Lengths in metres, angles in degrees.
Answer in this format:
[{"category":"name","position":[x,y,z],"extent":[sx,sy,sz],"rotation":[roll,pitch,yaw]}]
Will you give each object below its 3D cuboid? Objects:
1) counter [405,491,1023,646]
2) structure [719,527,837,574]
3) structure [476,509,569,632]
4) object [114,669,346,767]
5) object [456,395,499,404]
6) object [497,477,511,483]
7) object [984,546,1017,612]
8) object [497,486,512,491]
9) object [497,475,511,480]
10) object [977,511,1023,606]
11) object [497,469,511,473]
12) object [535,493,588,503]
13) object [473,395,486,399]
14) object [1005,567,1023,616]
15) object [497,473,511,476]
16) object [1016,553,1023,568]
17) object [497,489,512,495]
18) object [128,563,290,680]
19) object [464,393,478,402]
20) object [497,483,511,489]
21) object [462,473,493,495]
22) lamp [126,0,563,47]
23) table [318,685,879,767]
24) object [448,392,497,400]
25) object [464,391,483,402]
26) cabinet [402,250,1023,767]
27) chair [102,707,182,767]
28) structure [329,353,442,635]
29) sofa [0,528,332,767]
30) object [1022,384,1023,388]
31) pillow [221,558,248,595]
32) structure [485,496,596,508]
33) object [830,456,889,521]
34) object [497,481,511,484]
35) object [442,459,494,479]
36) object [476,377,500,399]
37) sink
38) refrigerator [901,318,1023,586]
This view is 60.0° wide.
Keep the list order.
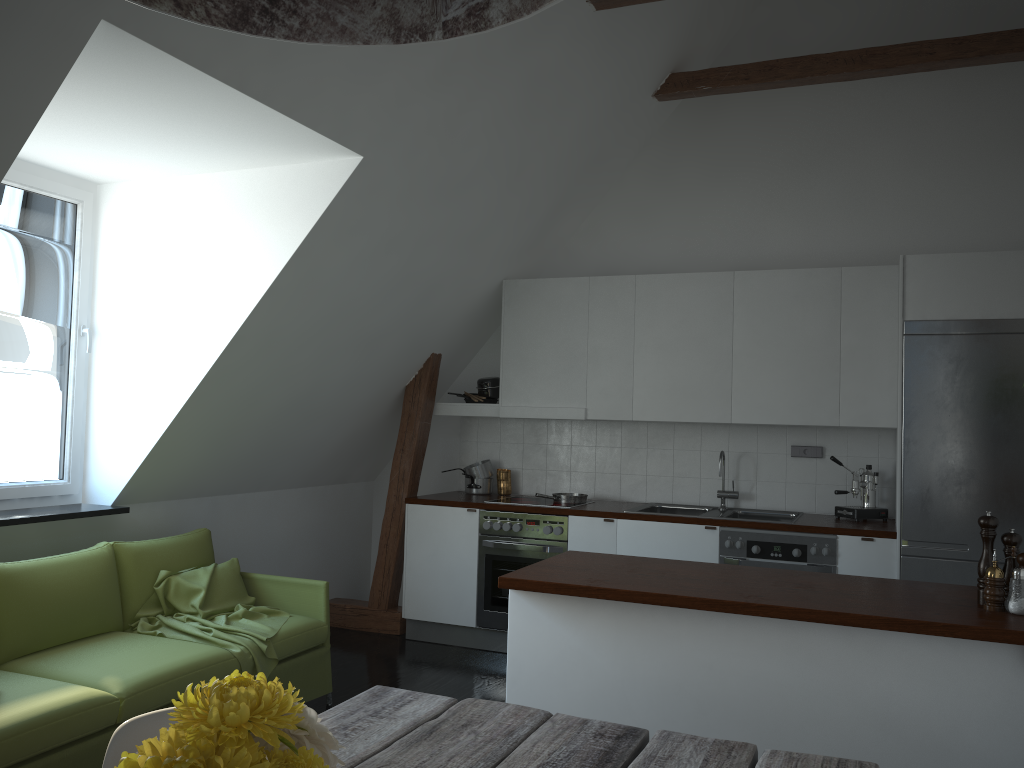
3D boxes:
[{"category":"counter","position":[0.549,0.734,4.354],"extent":[3.365,0.038,3.085],"rotation":[1,-3,23]},{"category":"structure","position":[1.529,1.176,5.042],"extent":[0.612,0.725,0.582],"rotation":[1,-3,23]},{"category":"structure","position":[0.184,1.168,5.701],"extent":[0.583,0.725,0.749],"rotation":[1,-3,23]},{"category":"object","position":[-0.301,0.494,0.933],"extent":[0.233,0.365,0.293],"rotation":[2,-2,-6]},{"category":"object","position":[-0.225,0.112,6.123],"extent":[0.243,0.056,0.350],"rotation":[1,-2,12]},{"category":"object","position":[-0.056,0.671,6.169],"extent":[0.099,0.057,0.101],"rotation":[0,-3,34]},{"category":"object","position":[1.442,0.573,2.628],"extent":[0.080,0.192,0.058],"rotation":[1,-2,7]},{"category":"object","position":[-0.054,0.730,6.163],"extent":[0.100,0.048,0.099],"rotation":[0,-3,41]},{"category":"object","position":[-0.059,0.652,6.167],"extent":[0.100,0.036,0.100],"rotation":[2,-2,-11]},{"category":"object","position":[1.486,0.532,2.702],"extent":[0.123,0.283,0.061],"rotation":[1,-3,23]},{"category":"object","position":[-0.057,0.615,6.167],"extent":[0.100,0.047,0.099],"rotation":[1,-3,18]},{"category":"object","position":[0.316,0.731,5.743],"extent":[0.351,0.061,0.232],"rotation":[2,-2,-4]},{"category":"object","position":[-0.224,0.090,6.125],"extent":[0.065,0.031,0.335],"rotation":[3,-3,-20]},{"category":"object","position":[1.471,0.600,2.568],"extent":[0.069,0.135,0.069],"rotation":[2,-2,-2]},{"category":"object","position":[-0.058,0.636,6.168],"extent":[0.100,0.036,0.100],"rotation":[4,-3,-39]},{"category":"object","position":[1.525,0.579,2.622],"extent":[0.058,0.184,0.058],"rotation":[1,-3,19]},{"category":"object","position":[-0.052,0.753,6.162],"extent":[0.100,0.036,0.100],"rotation":[1,-3,19]},{"category":"object","position":[-1.324,1.135,4.170],"extent":[0.722,0.493,0.711],"rotation":[1,-3,18]},{"category":"object","position":[-0.281,0.091,6.090],"extent":[0.065,0.065,0.332],"rotation":[2,-2,-10]},{"category":"object","position":[-0.055,0.713,6.165],"extent":[0.099,0.051,0.099],"rotation":[1,-2,9]},{"category":"object","position":[-0.234,0.687,6.130],"extent":[0.200,0.154,0.348],"rotation":[2,-2,2]},{"category":"lamp","position":[-0.157,-1.891,0.967],"extent":[0.757,2.813,0.697],"rotation":[2,-3,-17]},{"category":"table","position":[-0.276,1.066,0.837],"extent":[1.141,0.788,2.421],"rotation":[1,-3,23]},{"category":"object","position":[-0.276,0.098,6.187],"extent":[0.357,0.075,0.244],"rotation":[2,-2,-6]},{"category":"object","position":[-0.266,0.085,6.095],"extent":[0.061,0.077,0.331],"rotation":[2,-3,-19]},{"category":"cabinet","position":[0.963,0.460,4.221],"extent":[4.208,2.369,3.033],"rotation":[1,-3,23]},{"category":"chair","position":[-0.566,1.085,1.667],"extent":[0.465,0.801,0.542],"rotation":[4,-3,-41]},{"category":"structure","position":[-3.337,0.388,0.491],"extent":[1.023,1.963,12.350],"rotation":[1,-3,23]},{"category":"sofa","position":[-1.682,1.124,3.633],"extent":[0.898,0.825,2.093],"rotation":[1,-3,22]},{"category":"object","position":[2.076,-0.055,3.109],"extent":[0.493,0.486,0.506],"rotation":[-1,-3,43]},{"category":"pillow","position":[-1.471,1.026,4.372],"extent":[0.210,0.275,0.462],"rotation":[1,-3,21]},{"category":"structure","position":[0.186,0.776,5.706],"extent":[0.574,0.041,0.504],"rotation":[1,-3,23]},{"category":"object","position":[2.004,0.607,5.182],"extent":[0.353,0.370,0.206],"rotation":[3,-3,-21]},{"category":"object","position":[-0.055,0.693,6.169],"extent":[0.099,0.043,0.100],"rotation":[1,-2,10]},{"category":"object","position":[-0.309,0.609,6.199],"extent":[0.371,0.169,0.203],"rotation":[2,-2,-5]},{"category":"object","position":[-0.157,0.030,6.167],"extent":[0.190,0.166,0.200],"rotation":[2,-2,-14]},{"category":"sink","position":[1.231,0.666,5.352],"extent":[0.963,0.519,0.671],"rotation":[1,-3,23]},{"category":"refrigerator","position":[2.295,0.605,4.467],"extent":[0.609,1.868,0.031],"rotation":[1,-3,23]}]
